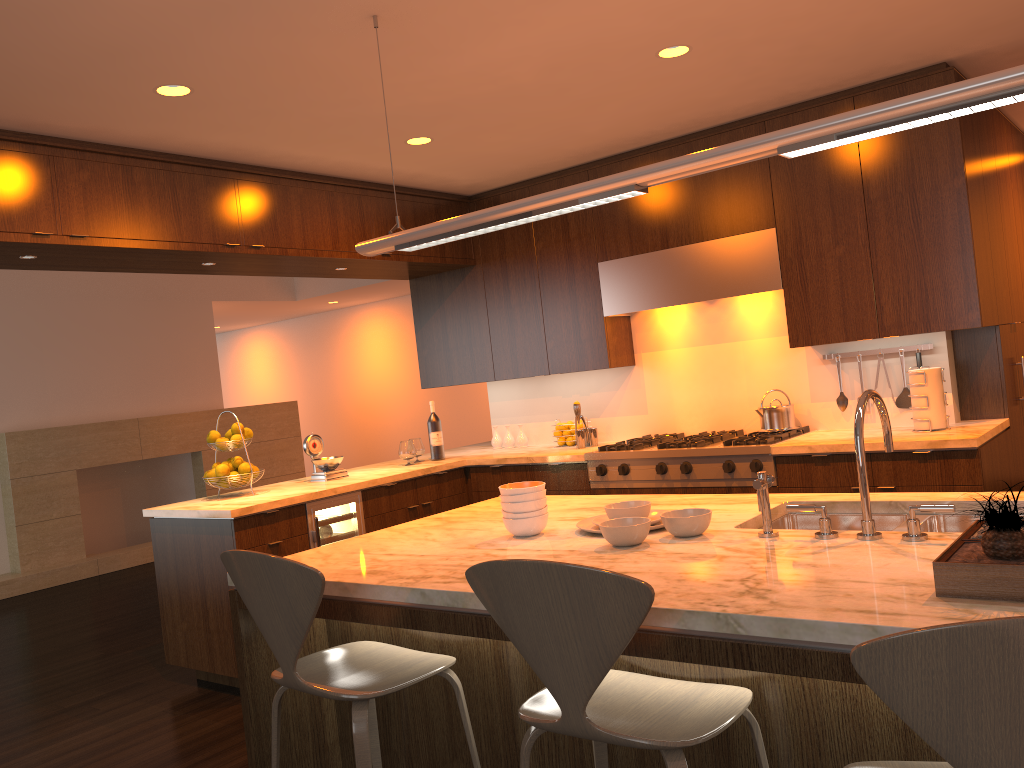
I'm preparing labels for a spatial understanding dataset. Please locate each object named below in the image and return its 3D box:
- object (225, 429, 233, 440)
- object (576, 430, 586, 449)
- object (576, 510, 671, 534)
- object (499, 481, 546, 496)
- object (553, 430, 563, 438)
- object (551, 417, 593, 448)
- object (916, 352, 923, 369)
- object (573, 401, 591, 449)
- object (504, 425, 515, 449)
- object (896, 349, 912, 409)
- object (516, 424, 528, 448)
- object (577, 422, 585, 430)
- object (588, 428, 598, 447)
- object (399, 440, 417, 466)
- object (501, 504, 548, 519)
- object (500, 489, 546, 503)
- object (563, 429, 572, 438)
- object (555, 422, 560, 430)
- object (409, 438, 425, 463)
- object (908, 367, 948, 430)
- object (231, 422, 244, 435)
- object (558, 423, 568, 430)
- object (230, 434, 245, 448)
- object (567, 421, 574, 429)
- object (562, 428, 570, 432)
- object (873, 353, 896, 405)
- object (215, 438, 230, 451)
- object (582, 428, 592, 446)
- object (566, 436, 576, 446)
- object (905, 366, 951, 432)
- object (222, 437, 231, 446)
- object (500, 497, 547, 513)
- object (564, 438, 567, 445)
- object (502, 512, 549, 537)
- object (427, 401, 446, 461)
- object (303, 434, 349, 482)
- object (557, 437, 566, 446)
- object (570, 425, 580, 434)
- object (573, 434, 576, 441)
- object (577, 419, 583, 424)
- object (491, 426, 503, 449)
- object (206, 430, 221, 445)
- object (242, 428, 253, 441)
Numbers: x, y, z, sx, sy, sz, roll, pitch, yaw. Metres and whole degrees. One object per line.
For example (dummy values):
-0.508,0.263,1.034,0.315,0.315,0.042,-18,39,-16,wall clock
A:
-1.519,0.275,4.786,0.061,0.063,0.062,-7,0,-28,object
0.413,0.333,5.326,0.060,0.106,0.060,-7,0,-20,object
0.341,0.403,2.566,0.310,0.021,0.309,-6,0,38,object
0.033,0.327,2.620,0.139,0.062,0.140,-7,1,-43,object
0.291,0.314,5.578,0.063,0.051,0.053,-6,1,40,object
0.382,0.300,5.594,0.207,0.175,0.189,-6,0,36,object
2.032,-0.016,4.404,0.063,0.281,0.063,-6,0,15,object
0.397,0.243,5.339,0.101,0.288,0.088,-7,0,-22,object
-0.022,0.353,5.950,0.079,0.154,0.079,-6,0,21,object
1.980,-0.026,4.465,0.112,0.303,0.036,-6,0,38,object
0.064,0.344,5.880,0.079,0.154,0.079,-6,0,21,object
0.434,0.266,5.565,0.051,0.053,0.063,-6,0,-6,object
0.492,0.323,5.364,0.060,0.106,0.060,-7,0,-20,object
-0.646,0.428,5.491,0.112,0.151,0.112,-7,0,-34,object
0.040,0.392,2.620,0.140,0.068,0.139,-6,0,21,object
0.035,0.348,2.619,0.140,0.064,0.139,-6,0,12,object
0.345,0.310,5.548,0.052,0.053,0.062,-6,1,43,object
0.301,0.273,5.603,0.052,0.060,0.057,-7,0,-31,object
-0.609,0.422,5.640,0.112,0.151,0.112,-7,0,-34,object
1.963,0.069,4.189,0.144,0.286,0.149,-6,0,20,object
-1.471,0.241,4.753,0.068,0.072,0.071,-6,0,-6,object
0.321,0.267,5.554,0.063,0.051,0.053,-6,0,28,object
-1.466,0.304,4.738,0.078,0.077,0.077,-7,0,-35,object
0.367,0.259,5.590,0.051,0.053,0.063,-7,0,-18,object
0.342,0.306,5.604,0.064,0.053,0.051,-7,0,-16,object
1.883,-0.023,4.519,0.114,0.271,0.008,-6,0,38,object
-1.545,0.322,4.739,0.078,0.072,0.077,-6,0,4,object
0.463,0.326,5.434,0.060,0.106,0.060,-7,0,-20,object
0.368,0.359,5.541,0.064,0.063,0.074,-6,0,1,object
1.962,0.067,4.198,0.168,0.304,0.160,-6,0,-8,object
-1.559,0.321,4.810,0.070,0.068,0.062,-6,0,-2,object
0.038,0.370,2.619,0.140,0.062,0.139,-6,0,38,object
0.329,0.363,5.622,0.061,0.053,0.053,-6,0,23,object
0.043,0.416,2.620,0.140,0.059,0.139,-6,0,29,object
-0.488,0.295,5.622,0.095,0.378,0.094,-7,0,-27,object
-1.084,0.421,5.146,0.231,0.266,0.191,-6,1,41,object
0.313,0.359,5.567,0.060,0.057,0.052,-7,0,-17,object
0.392,0.283,5.526,0.061,0.052,0.053,-6,0,-6,object
0.405,0.328,5.501,0.061,0.054,0.052,-7,1,-42,object
0.431,0.253,5.632,0.050,0.060,0.059,-7,0,-19,object
-0.105,0.362,6.018,0.079,0.154,0.079,-6,0,21,object
-1.604,0.288,4.769,0.075,0.079,0.077,-7,1,-43,object
-1.436,0.272,4.794,0.071,0.074,0.070,-7,0,-31,object
